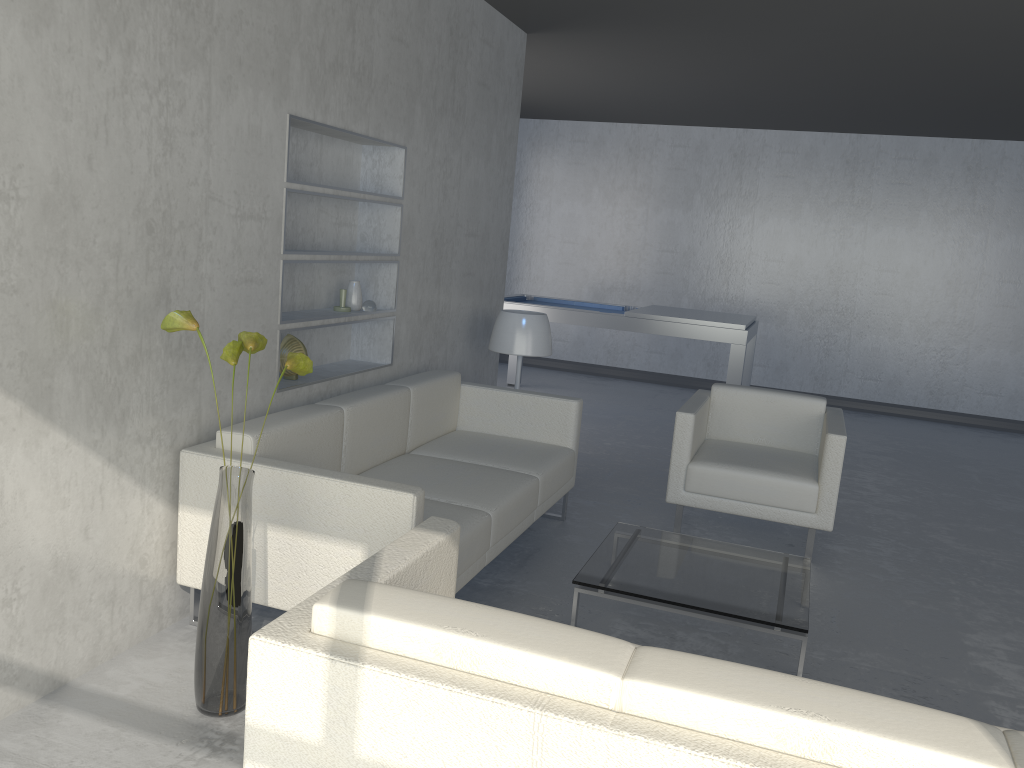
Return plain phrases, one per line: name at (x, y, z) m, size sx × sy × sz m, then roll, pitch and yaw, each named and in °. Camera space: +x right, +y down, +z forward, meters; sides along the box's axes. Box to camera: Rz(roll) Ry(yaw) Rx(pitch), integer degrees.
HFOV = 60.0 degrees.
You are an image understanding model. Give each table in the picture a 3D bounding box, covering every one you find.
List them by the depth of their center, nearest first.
table at (0.679, 0.768, 3.257) m, size 0.773 × 0.190 × 0.730 m, roll 8°, pitch 10°, yaw 18°
table at (0.815, -0.212, 7.112) m, size 2.095 × 0.835 × 1.180 m, roll 8°, pitch 10°, yaw 18°

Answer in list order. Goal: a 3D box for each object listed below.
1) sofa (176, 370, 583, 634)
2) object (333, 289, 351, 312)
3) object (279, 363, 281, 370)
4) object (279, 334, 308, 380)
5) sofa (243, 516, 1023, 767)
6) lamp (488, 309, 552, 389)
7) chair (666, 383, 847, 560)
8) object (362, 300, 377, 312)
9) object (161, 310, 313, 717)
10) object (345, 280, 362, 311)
sofa at (-0.355, 0.393, 3.521) m, size 0.821 × 0.658 × 1.881 m, roll 8°, pitch 10°, yaw 18°
object at (-0.732, -0.362, 3.834) m, size 0.074 × 0.094 × 0.074 m, roll 2°, pitch 10°, yaw -18°
object at (-0.925, -0.064, 3.374) m, size 0.086 × 0.128 × 0.086 m, roll 10°, pitch 11°, yaw 29°
object at (-0.850, -0.106, 3.502) m, size 0.088 × 0.179 × 0.163 m, roll 6°, pitch 10°, yaw 8°
sofa at (0.527, 0.775, 1.703) m, size 1.881 × 0.658 × 0.821 m, roll 8°, pitch 10°, yaw 18°
lamp at (0.038, -0.101, 4.819) m, size 0.347 × 0.582 × 0.347 m, roll 3°, pitch 10°, yaw -13°
chair at (1.213, 0.386, 4.388) m, size 0.748 × 0.662 × 0.821 m, roll 8°, pitch 10°, yaw 18°
object at (-0.633, -0.349, 3.940) m, size 0.064 × 0.050 × 0.064 m, roll 9°, pitch 10°, yaw 24°
object at (-0.733, 0.333, 2.497) m, size 0.400 × 1.051 × 0.387 m, roll -4°, pitch 13°, yaw -43°
object at (-0.697, -0.390, 3.908) m, size 0.079 × 0.130 × 0.079 m, roll 8°, pitch 10°, yaw 16°
